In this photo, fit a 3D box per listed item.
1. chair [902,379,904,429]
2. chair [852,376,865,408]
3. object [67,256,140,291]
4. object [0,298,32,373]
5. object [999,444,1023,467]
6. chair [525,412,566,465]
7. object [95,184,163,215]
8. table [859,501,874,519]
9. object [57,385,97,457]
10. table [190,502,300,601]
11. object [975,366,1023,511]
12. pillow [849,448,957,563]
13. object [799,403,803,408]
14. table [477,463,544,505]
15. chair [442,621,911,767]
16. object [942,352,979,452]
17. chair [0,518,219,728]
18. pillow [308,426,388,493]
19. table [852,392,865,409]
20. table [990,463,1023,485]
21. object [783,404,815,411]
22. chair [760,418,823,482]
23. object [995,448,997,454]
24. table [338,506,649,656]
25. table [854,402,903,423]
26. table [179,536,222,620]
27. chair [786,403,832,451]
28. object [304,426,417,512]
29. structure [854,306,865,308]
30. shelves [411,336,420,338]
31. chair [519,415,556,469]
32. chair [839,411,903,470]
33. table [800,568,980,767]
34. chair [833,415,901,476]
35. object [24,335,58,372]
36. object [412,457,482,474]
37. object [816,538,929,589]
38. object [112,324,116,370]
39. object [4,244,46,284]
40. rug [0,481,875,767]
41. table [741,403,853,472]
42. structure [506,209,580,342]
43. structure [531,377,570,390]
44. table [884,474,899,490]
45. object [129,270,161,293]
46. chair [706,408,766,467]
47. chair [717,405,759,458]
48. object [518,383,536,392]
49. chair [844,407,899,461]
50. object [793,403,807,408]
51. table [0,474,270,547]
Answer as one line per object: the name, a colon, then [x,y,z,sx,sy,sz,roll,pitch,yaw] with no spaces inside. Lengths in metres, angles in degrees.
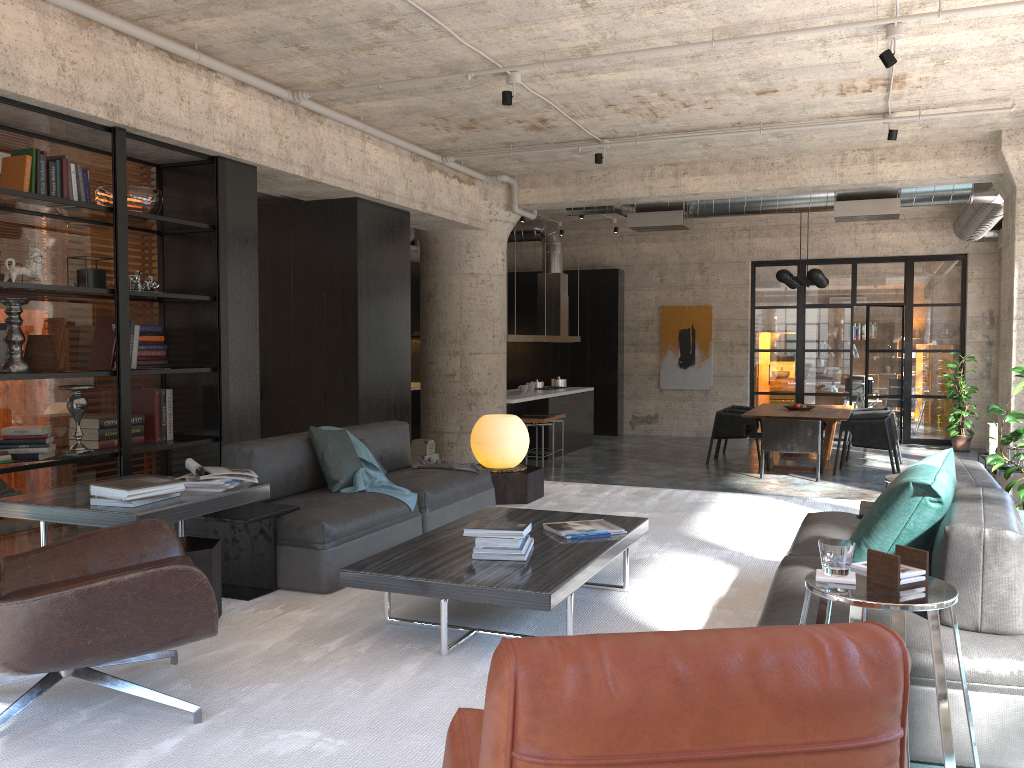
chair: [7.196,0.411,16.601,0.653,1.015,0.684,1,3,21]
chair: [7.188,0.333,18.307,0.684,1.015,0.653,-2,3,-34]
object: [-2.601,-0.701,5.691,0.200,0.200,0.409,2,3,32]
object: [-2.989,-0.291,5.326,0.192,0.447,0.191,-1,3,-20]
object: [4.570,0.619,7.983,0.327,0.253,0.546,1,3,22]
chair: [0.454,0.765,12.278,0.450,0.698,0.450,1,3,22]
object: [-2.647,-1.236,6.135,0.430,0.217,0.434,1,3,25]
table: [1.953,0.822,4.415,0.420,0.390,0.413,1,3,22]
object: [-2.674,0.225,5.462,0.218,0.433,0.218,1,3,14]
table: [-1.356,0.821,4.433,0.420,0.390,0.413,1,3,22]
object: [4.380,0.567,7.423,0.886,1.552,0.514,0,3,9]
pillow: [1.484,0.463,3.322,0.349,0.466,1.042,2,3,33]
object: [4.019,0.308,12.301,0.110,0.082,0.088,-1,3,-28]
table: [-0.162,0.786,6.817,0.616,0.230,1.044,1,3,22]
chair: [0.256,0.760,1.766,0.801,0.759,0.920,0,3,-8]
object: [6.962,0.278,13.784,0.514,1.552,0.886,1,3,19]
chair: [-1.508,0.611,2.878,0.975,0.940,0.820,-1,3,-28]
pillow: [-0.937,0.432,5.287,0.320,0.393,0.670,1,3,29]
table: [7.289,0.541,16.963,1.800,0.721,0.800,1,3,22]
table: [4.617,1.025,8.030,0.450,0.563,0.600,1,3,22]
object: [3.975,0.318,12.268,0.435,0.079,0.435,-2,3,-31]
chair: [3.530,0.796,11.166,0.707,0.738,0.754,1,3,22]
object: [5.348,0.720,9.592,0.415,0.333,0.248,-2,3,-32]
table: [0.006,0.869,4.069,0.900,0.309,1.500,1,3,22]
table: [7.811,0.458,18.785,1.800,0.721,0.800,1,3,22]
table: [-1.440,0.866,3.843,0.316,0.340,0.365,0,3,-8]
chair: [4.521,0.686,13.594,0.707,0.738,0.754,1,3,22]
object: [-0.974,0.492,5.301,0.444,0.438,0.985,-2,3,-41]
structure: [7.877,-1.907,20.879,0.812,0.218,0.200,1,3,22]
shelves: [-2.551,-0.783,14.485,0.403,0.043,4.362,1,3,22]
chair: [0.293,0.788,11.758,0.450,0.698,0.450,1,3,22]
chair: [4.928,0.752,12.138,0.754,0.738,0.707,1,3,27]
table: [0.930,0.808,2.264,0.549,0.603,0.549,0,3,2]
chair: [4.560,0.787,11.376,0.754,0.738,0.707,1,3,27]
object: [-2.936,-0.190,5.521,0.190,0.230,0.189,-1,3,-22]
object: [-0.411,0.593,6.044,0.433,0.185,0.429,1,3,18]
object: [0.923,0.457,2.295,0.287,0.096,0.206,-1,3,-27]
object: [-2.567,-0.242,5.811,0.099,0.301,0.099,1,3,17]
object: [-2.978,-0.727,5.416,0.131,0.280,0.252,2,3,30]
rug: [0.001,1.035,3.766,2.954,0.032,7.768,1,3,22]
table: [4.005,0.735,12.306,1.299,0.756,2.410,1,3,22]
structure: [0.289,-1.675,13.257,0.538,2.100,3.117,1,3,22]
structure: [0.561,-0.019,14.255,0.506,0.187,0.833,1,3,22]
table: [2.269,0.756,4.846,0.620,0.472,0.620,1,3,25]
object: [-2.622,-0.713,6.239,0.323,0.177,0.322,1,3,22]
chair: [3.167,0.737,12.471,0.754,0.738,0.707,1,3,22]
chair: [3.454,0.706,13.145,0.754,0.738,0.707,1,3,22]
object: [0.227,0.049,13.353,0.188,0.133,0.437,1,3,23]
chair: [5.211,0.718,12.877,0.754,0.738,0.707,1,3,22]
object: [3.975,0.306,12.243,0.219,0.097,0.100,-1,3,-24]
table: [-1.642,0.755,3.909,0.800,0.570,0.800,1,3,22]
